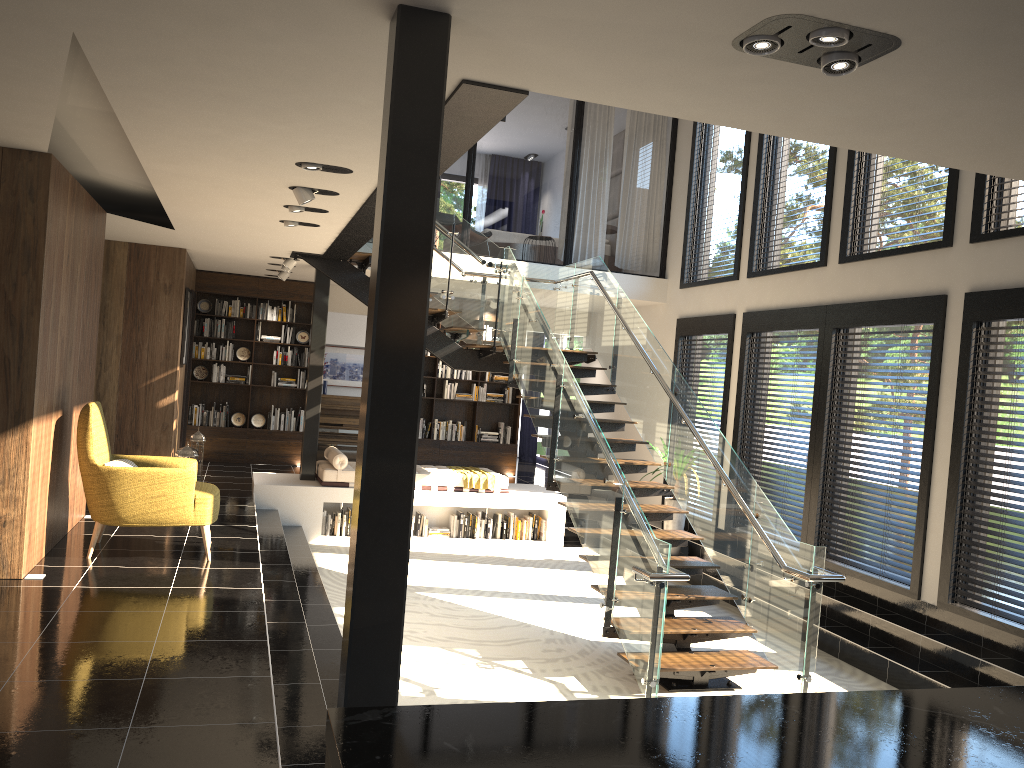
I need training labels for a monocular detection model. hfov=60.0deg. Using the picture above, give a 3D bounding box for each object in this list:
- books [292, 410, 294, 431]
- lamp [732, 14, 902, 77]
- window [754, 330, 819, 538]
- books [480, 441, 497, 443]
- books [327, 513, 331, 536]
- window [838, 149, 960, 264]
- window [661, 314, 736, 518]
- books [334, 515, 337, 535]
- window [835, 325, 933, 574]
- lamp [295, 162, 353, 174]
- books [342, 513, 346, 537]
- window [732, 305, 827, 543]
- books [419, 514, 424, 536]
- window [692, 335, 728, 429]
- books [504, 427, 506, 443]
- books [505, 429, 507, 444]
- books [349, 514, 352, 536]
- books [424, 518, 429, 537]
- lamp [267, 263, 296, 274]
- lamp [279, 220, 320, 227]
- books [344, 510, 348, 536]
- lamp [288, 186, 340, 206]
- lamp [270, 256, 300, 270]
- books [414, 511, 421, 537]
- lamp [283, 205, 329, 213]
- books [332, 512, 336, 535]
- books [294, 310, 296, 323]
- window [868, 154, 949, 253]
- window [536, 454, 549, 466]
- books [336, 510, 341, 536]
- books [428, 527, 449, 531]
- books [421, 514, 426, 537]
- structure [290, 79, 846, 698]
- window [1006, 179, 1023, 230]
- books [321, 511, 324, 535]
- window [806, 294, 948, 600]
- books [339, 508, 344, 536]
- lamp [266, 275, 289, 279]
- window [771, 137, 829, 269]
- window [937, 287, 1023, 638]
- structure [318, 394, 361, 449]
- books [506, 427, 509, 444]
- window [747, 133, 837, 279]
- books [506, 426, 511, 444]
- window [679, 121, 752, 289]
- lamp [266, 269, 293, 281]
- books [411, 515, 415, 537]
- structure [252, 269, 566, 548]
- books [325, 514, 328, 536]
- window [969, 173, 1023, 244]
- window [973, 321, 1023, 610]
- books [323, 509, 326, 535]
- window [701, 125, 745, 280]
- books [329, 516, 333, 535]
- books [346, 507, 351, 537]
[{"bbox_3d":[-3.217,0.535,13.006,0.011,0.300,0.153,4,1,-17],"label":"books"},{"bbox_3d":[1.004,-1.177,2.923,0.502,0.195,0.349,4,0,-17],"label":"lamp"},{"bbox_3d":[2.958,0.468,9.339,0.005,2.297,1.312,4,1,-17],"label":"window"},{"bbox_3d":[-0.380,0.898,13.867,0.273,0.025,0.156,4,0,-19],"label":"books"},{"bbox_3d":[-2.154,1.645,10.395,0.027,0.241,0.149,4,1,-17],"label":"books"},{"bbox_3d":[3.571,-2.339,7.786,0.358,2.476,1.392,4,1,-17],"label":"window"},{"bbox_3d":[2.409,0.419,10.889,0.358,2.476,1.392,4,1,-17],"label":"window"},{"bbox_3d":[-2.082,1.658,10.443,0.020,0.225,0.156,4,1,-17],"label":"books"},{"bbox_3d":[3.395,0.511,7.910,0.005,2.297,1.312,4,1,-17],"label":"window"},{"bbox_3d":[-1.129,-1.362,5.356,0.346,0.158,0.195,4,1,-17],"label":"lamp"},{"bbox_3d":[-1.987,1.652,10.430,0.027,0.254,0.204,4,1,-17],"label":"books"},{"bbox_3d":[2.887,0.463,9.326,0.358,2.476,1.497,4,1,-17],"label":"window"},{"bbox_3d":[-1.120,1.721,10.818,0.045,0.252,0.142,4,1,-17],"label":"books"},{"bbox_3d":[2.479,0.425,10.903,0.005,2.297,1.220,4,1,-17],"label":"window"},{"bbox_3d":[-0.137,0.796,13.930,0.023,0.267,0.147,4,1,-17],"label":"books"},{"bbox_3d":[-0.116,0.815,13.934,0.022,0.234,0.178,4,1,-17],"label":"books"},{"bbox_3d":[-1.915,1.666,10.482,0.029,0.237,0.146,4,1,-17],"label":"books"},{"bbox_3d":[-1.059,1.743,10.811,0.030,0.218,0.186,4,1,-17],"label":"books"},{"bbox_3d":[-2.853,-1.493,10.992,0.346,0.231,0.195,4,1,-17],"label":"lamp"},{"bbox_3d":[-1.810,-1.418,7.579,0.346,0.177,0.195,4,1,-17],"label":"lamp"},{"bbox_3d":[-1.970,1.640,10.469,0.028,0.279,0.120,4,1,-17],"label":"books"},{"bbox_3d":[-1.359,-1.339,6.098,0.346,0.247,0.195,4,1,-17],"label":"lamp"},{"bbox_3d":[-2.628,-1.455,10.253,0.346,0.263,0.195,4,1,-17],"label":"lamp"},{"bbox_3d":[-1.150,1.703,10.790,0.030,0.284,0.176,4,1,-17],"label":"books"},{"bbox_3d":[-1.583,-1.396,6.838,0.346,0.177,0.195,4,1,-17],"label":"lamp"},{"bbox_3d":[-2.107,1.641,10.442,0.030,0.256,0.145,4,1,-17],"label":"books"},{"bbox_3d":[-3.178,-0.991,12.992,0.022,0.195,0.135,4,1,-17],"label":"books"},{"bbox_3d":[3.641,-2.333,7.799,0.005,2.297,1.220,4,1,-17],"label":"window"},{"bbox_3d":[0.783,0.262,16.109,0.184,2.476,2.979,4,1,-17],"label":"window"},{"bbox_3d":[-2.046,1.638,10.421,0.035,0.273,0.200,4,1,-17],"label":"books"},{"bbox_3d":[-0.909,1.778,10.876,0.249,0.026,0.148,4,0,-20],"label":"books"},{"bbox_3d":[-1.082,1.722,10.802,0.020,0.257,0.154,4,1,-17],"label":"books"},{"bbox_3d":[0.007,-0.009,7.490,3.448,4.869,7.276,4,1,-18],"label":"structure"},{"bbox_3d":[4.104,-2.288,6.285,0.005,2.297,1.220,4,1,-17],"label":"window"},{"bbox_3d":[-2.231,1.624,10.398,0.025,0.270,0.156,4,1,-17],"label":"books"},{"bbox_3d":[3.325,0.505,7.897,0.358,2.476,1.497,4,1,-17],"label":"window"},{"bbox_3d":[-2.022,1.619,10.456,0.029,0.314,0.163,4,1,-17],"label":"books"},{"bbox_3d":[-3.305,-1.564,12.476,0.346,0.177,0.195,4,1,-17],"label":"lamp"},{"bbox_3d":[3.174,-2.379,9.324,0.005,2.297,1.220,4,1,-17],"label":"window"},{"bbox_3d":[3.806,0.552,6.325,0.358,2.476,1.392,4,1,-17],"label":"window"},{"bbox_3d":[-3.054,0.711,16.698,6.278,0.982,0.885,4,1,-17],"label":"structure"},{"bbox_3d":[-0.091,0.807,13.933,0.023,0.254,0.191,4,1,-17],"label":"books"},{"bbox_3d":[3.104,-2.384,9.311,0.358,2.476,1.392,4,1,-17],"label":"window"},{"bbox_3d":[-0.066,0.799,13.933,0.025,0.274,0.204,4,1,-17],"label":"books"},{"bbox_3d":[2.638,-2.430,10.836,0.358,2.476,1.392,4,1,-17],"label":"window"},{"bbox_3d":[-3.081,-1.499,11.733,0.346,0.263,0.195,4,1,-17],"label":"lamp"},{"bbox_3d":[-1.227,1.710,10.732,0.050,0.258,0.215,4,1,-17],"label":"books"},{"bbox_3d":[-1.198,0.282,11.097,3.783,3.245,1.148,4,1,-17],"label":"structure"},{"bbox_3d":[-2.178,1.649,10.385,0.024,0.229,0.171,4,1,-17],"label":"books"},{"bbox_3d":[4.034,-2.294,6.271,0.358,2.476,1.392,4,1,-17],"label":"window"},{"bbox_3d":[3.876,0.558,6.338,0.005,2.297,1.220,4,1,-17],"label":"window"},{"bbox_3d":[-2.203,1.619,10.391,0.024,0.286,0.130,4,1,-17],"label":"books"},{"bbox_3d":[2.708,-2.424,10.849,0.005,2.297,1.220,4,1,-17],"label":"window"},{"bbox_3d":[-2.136,1.661,10.430,0.029,0.211,0.130,4,1,-17],"label":"books"},{"bbox_3d":[-1.932,1.622,10.450,0.030,0.322,0.202,4,1,-17],"label":"books"}]
